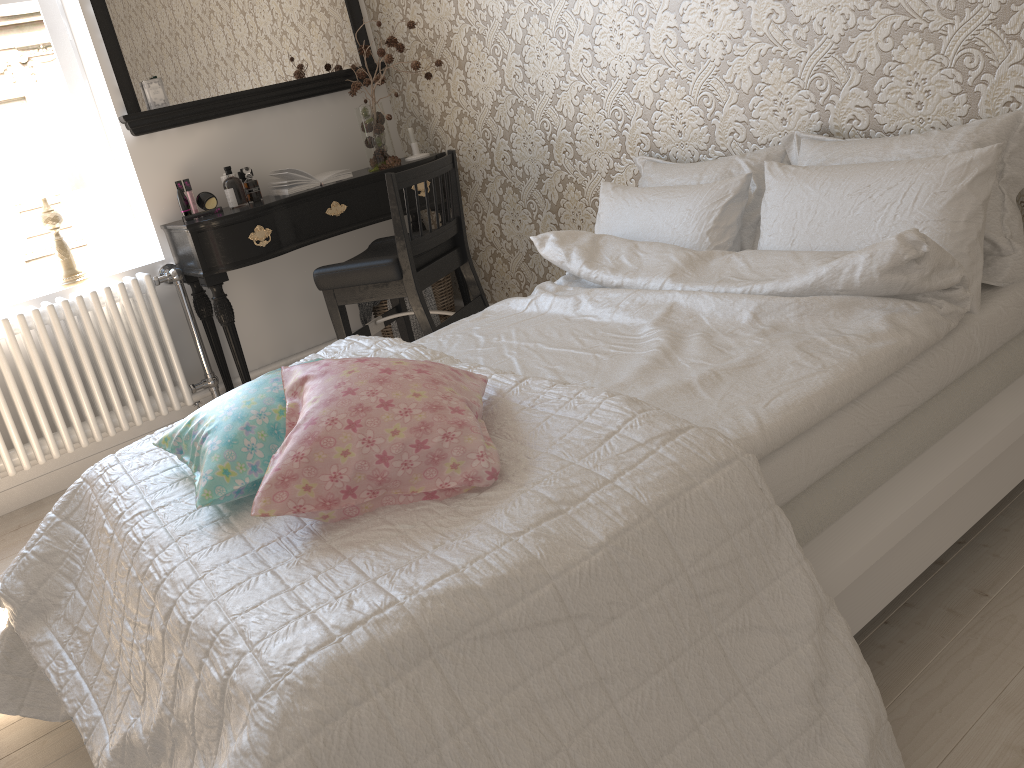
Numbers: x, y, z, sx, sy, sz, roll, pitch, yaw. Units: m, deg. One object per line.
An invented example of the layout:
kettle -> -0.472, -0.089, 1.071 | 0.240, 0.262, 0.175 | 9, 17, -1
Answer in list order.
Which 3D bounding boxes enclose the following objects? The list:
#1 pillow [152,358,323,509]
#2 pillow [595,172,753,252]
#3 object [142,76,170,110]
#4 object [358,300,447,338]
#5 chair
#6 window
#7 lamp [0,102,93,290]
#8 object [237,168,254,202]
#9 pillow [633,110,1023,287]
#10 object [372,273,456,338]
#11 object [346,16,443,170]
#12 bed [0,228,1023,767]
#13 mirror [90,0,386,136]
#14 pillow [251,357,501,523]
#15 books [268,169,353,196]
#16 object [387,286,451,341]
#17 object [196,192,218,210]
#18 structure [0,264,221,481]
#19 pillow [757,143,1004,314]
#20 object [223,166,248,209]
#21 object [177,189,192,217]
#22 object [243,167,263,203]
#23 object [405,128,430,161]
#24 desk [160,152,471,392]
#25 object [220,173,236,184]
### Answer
pillow -> -0.434, 0.080, 1.591 | 0.367, 0.165, 0.386 | -23, 20, -26
pillow -> 0.413, -0.399, 2.400 | 0.207, 0.296, 0.565 | -23, 20, -31
object -> -1.334, -1.091, 3.303 | 0.073, 0.118, 0.037 | -22, 16, -27
object -> -0.478, -0.312, 3.759 | 0.373, 0.325, 0.305 | -24, 19, -31
chair -> -0.364, -0.342, 3.132 | 0.455, 0.842, 0.469 | -6, 17, 26
window -> -2.050, -1.158, 3.124 | 0.966, 1.742, 0.111 | -24, 17, -32
lamp -> -1.705, -0.672, 3.212 | 0.343, 0.638, 0.346 | -19, 16, -20
object -> -1.046, -0.792, 3.506 | 0.057, 0.131, 0.059 | -9, 15, 17
pillow -> 0.668, -0.438, 2.229 | 0.316, 0.346, 1.263 | -23, 21, -30
object -> -0.420, -0.334, 3.797 | 0.394, 0.422, 0.403 | -14, 16, -1
object -> -0.485, -1.159, 3.520 | 0.539, 0.586, 0.326 | -5, 17, 27
bed -> 0.044, 0.133, 1.833 | 2.251, 0.617, 1.968 | -25, 22, -31
mirror -> -1.046, -1.378, 3.485 | 1.138, 0.559, 0.066 | -25, 18, -32
pillow -> -0.208, 0.066, 1.410 | 0.353, 0.197, 0.404 | -14, 18, 0
books -> -0.817, -0.835, 3.526 | 0.283, 0.093, 0.228 | -24, 21, -29
object -> -0.417, -0.308, 3.757 | 0.289, 0.347, 0.359 | -12, 16, 6
object -> -1.165, -0.685, 3.345 | 0.079, 0.084, 0.085 | -12, 16, 7
structure -> -1.590, 0.047, 3.140 | 1.087, 0.667, 0.167 | -25, 18, -32
pillow -> 0.758, -0.335, 1.911 | 0.205, 0.301, 0.568 | -23, 20, -31
object -> -1.059, -0.748, 3.351 | 0.072, 0.154, 0.070 | -25, 19, -37
object -> -1.232, -0.676, 3.316 | 0.030, 0.117, 0.056 | -12, 15, 6
object -> -1.009, -0.772, 3.414 | 0.054, 0.136, 0.055 | -12, 15, 6
object -> -0.406, -0.996, 3.657 | 0.104, 0.128, 0.107 | -13, 16, 2
desk -> -0.695, -0.401, 3.586 | 1.125, 0.804, 0.438 | -25, 18, -32
object -> -1.092, -0.759, 3.442 | 0.057, 0.131, 0.059 | -9, 15, 17
